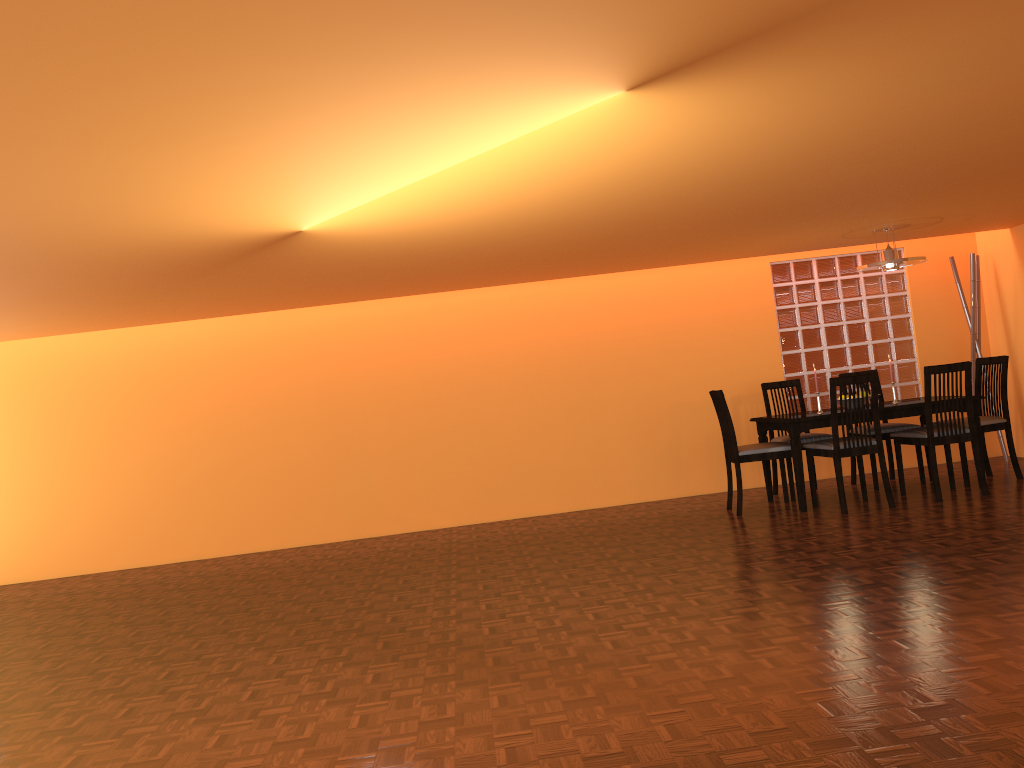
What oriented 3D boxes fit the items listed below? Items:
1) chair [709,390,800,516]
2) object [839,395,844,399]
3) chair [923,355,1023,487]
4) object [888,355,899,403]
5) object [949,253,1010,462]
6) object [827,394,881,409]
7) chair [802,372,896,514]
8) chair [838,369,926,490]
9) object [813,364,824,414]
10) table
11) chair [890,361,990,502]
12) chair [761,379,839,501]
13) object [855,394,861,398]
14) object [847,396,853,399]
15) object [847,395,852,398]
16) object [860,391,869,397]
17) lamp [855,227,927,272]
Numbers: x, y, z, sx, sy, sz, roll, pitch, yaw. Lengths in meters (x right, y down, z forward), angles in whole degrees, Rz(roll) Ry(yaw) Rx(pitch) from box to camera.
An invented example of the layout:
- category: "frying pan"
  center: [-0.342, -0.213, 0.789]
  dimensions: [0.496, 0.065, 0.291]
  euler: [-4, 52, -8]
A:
- category: "chair"
  center: [1.573, 0.417, 5.745]
  dimensions: [0.465, 0.809, 0.373]
  euler: [-7, -1, 1]
- category: "object"
  center: [2.138, 0.096, 5.730]
  dimensions: [0.055, 0.046, 0.046]
  euler: [-6, -1, -21]
- category: "chair"
  center: [3.023, 0.243, 5.830]
  dimensions: [0.465, 0.809, 0.373]
  euler: [-7, -1, -9]
- category: "object"
  center: [2.487, -0.037, 5.800]
  dimensions: [0.044, 0.326, 0.044]
  euler: [-7, -1, -15]
- category: "object"
  center: [3.516, -0.191, 6.670]
  dimensions: [0.226, 1.589, 0.308]
  euler: [-7, -1, 18]
- category: "object"
  center: [2.225, 0.122, 5.777]
  dimensions: [0.337, 0.072, 0.337]
  euler: [-6, -1, -37]
- category: "chair"
  center: [2.033, 0.355, 5.393]
  dimensions: [0.373, 0.809, 0.465]
  euler: [-7, -1, -4]
- category: "chair"
  center: [2.559, 0.305, 6.194]
  dimensions: [0.373, 0.809, 0.465]
  euler: [-7, -1, -4]
- category: "object"
  center: [1.955, 0.025, 5.681]
  dimensions: [0.044, 0.326, 0.044]
  euler: [-7, -1, -15]
- category: "table"
  center: [2.305, 0.442, 5.761]
  dimensions: [1.259, 0.584, 0.697]
  euler: [-7, -1, -4]
- category: "chair"
  center: [2.605, 0.286, 5.430]
  dimensions: [0.373, 0.809, 0.465]
  euler: [-7, -1, -4]
- category: "chair"
  center: [1.988, 0.374, 6.157]
  dimensions: [0.373, 0.809, 0.465]
  euler: [-7, -1, -4]
- category: "object"
  center: [2.245, 0.096, 5.722]
  dimensions: [0.066, 0.070, 0.055]
  euler: [-6, -1, -22]
- category: "object"
  center: [2.185, 0.102, 5.710]
  dimensions: [0.046, 0.046, 0.055]
  euler: [-6, -1, -41]
- category: "object"
  center: [2.194, 0.111, 5.806]
  dimensions: [0.087, 0.076, 0.089]
  euler: [-7, -1, 3]
- category: "object"
  center: [2.292, 0.078, 5.785]
  dimensions: [0.069, 0.066, 0.069]
  euler: [-7, -1, 6]
- category: "lamp"
  center: [2.467, -0.880, 5.805]
  dimensions: [0.435, 0.274, 0.435]
  euler: [-7, -1, 19]
